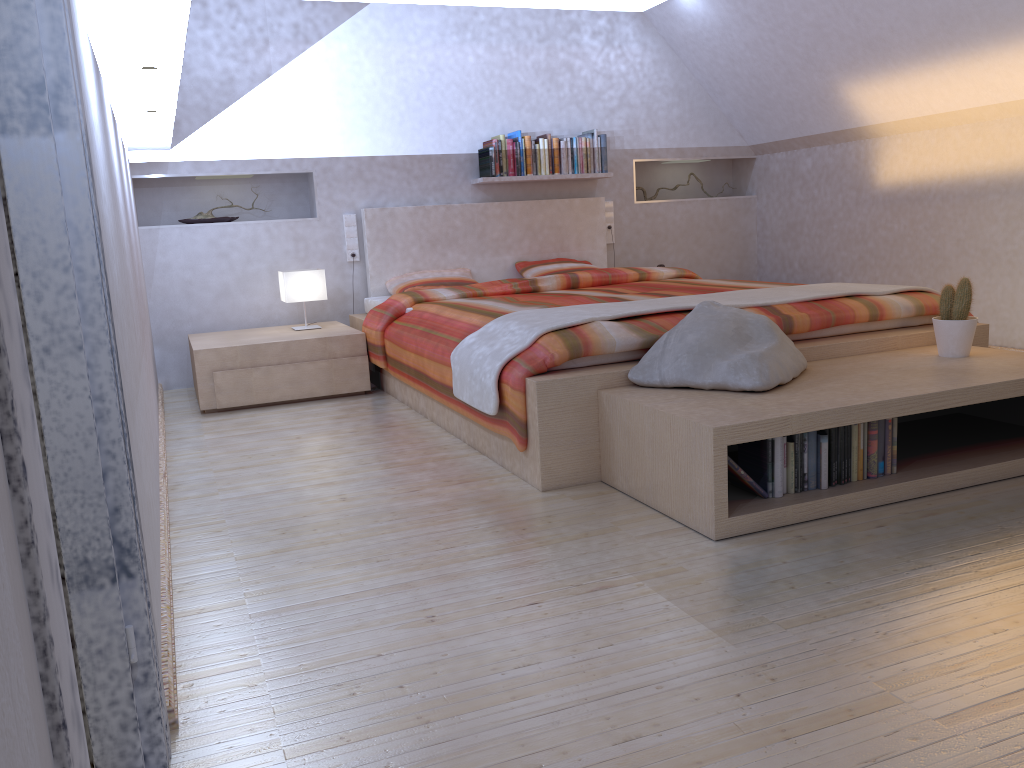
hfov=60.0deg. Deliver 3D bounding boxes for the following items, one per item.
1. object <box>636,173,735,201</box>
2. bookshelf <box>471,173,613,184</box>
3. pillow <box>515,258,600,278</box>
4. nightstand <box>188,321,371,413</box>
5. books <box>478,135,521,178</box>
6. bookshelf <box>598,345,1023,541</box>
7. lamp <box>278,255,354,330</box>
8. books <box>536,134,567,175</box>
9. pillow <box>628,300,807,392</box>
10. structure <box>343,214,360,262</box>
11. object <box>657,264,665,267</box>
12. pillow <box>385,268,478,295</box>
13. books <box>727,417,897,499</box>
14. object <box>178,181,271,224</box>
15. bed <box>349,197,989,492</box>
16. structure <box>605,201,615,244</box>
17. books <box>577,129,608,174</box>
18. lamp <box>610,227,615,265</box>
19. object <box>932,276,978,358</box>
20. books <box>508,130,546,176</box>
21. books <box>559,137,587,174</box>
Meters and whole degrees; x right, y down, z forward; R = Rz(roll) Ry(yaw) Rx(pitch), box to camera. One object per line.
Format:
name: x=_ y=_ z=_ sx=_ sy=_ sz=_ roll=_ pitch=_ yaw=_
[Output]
object: x=1.287 y=-1.445 z=6.478 sx=0.905 sy=0.193 sz=0.085 roll=-7 pitch=11 yaw=-20
bookshelf: x=0.202 y=-1.341 z=5.781 sx=0.916 sy=0.028 sz=0.223 roll=-7 pitch=11 yaw=-21
pillow: x=0.364 y=-0.710 z=5.689 sx=0.566 sy=0.188 sz=0.497 roll=-7 pitch=11 yaw=-20
nightstand: x=-1.311 y=-0.114 z=4.917 sx=0.859 sy=0.329 sz=0.847 roll=-7 pitch=11 yaw=-21
books: x=-0.078 y=-1.448 z=5.648 sx=0.209 sy=0.260 sz=0.215 roll=-7 pitch=11 yaw=-21
bookshelf: x=1.096 y=0.126 z=2.845 sx=1.495 sy=0.303 sz=0.643 roll=-7 pitch=11 yaw=-21
lamp: x=-1.160 y=-0.476 z=5.216 sx=0.318 sy=0.515 sz=0.684 roll=-2 pitch=10 yaw=8
books: x=0.248 y=-1.490 z=5.776 sx=0.140 sy=0.260 sz=0.209 roll=-7 pitch=11 yaw=-21
pillow: x=0.693 y=-0.131 z=2.915 sx=0.470 sy=0.241 sz=0.498 roll=3 pitch=12 yaw=33
structure: x=-0.994 y=-0.904 z=5.488 sx=0.077 sy=0.286 sz=0.034 roll=-7 pitch=11 yaw=-21
object: x=1.040 y=-0.740 z=6.119 sx=0.060 sy=0.169 sz=0.079 roll=-7 pitch=11 yaw=-21
pillow: x=-0.450 y=-0.603 z=5.433 sx=0.572 sy=0.180 sz=0.492 roll=-7 pitch=11 yaw=-20
books: x=0.808 y=0.198 z=2.546 sx=0.652 sy=0.193 sz=0.157 roll=-7 pitch=11 yaw=-21
object: x=-1.710 y=-1.095 z=5.338 sx=0.589 sy=0.242 sz=0.183 roll=-8 pitch=11 yaw=-22
bed: x=0.407 y=-0.472 z=4.463 sx=2.087 sy=0.994 sz=3.009 roll=-7 pitch=11 yaw=-21
structure: x=0.665 y=-1.114 z=6.120 sx=0.077 sy=0.286 sz=0.034 roll=-7 pitch=11 yaw=-21
books: x=0.525 y=-1.536 z=5.884 sx=0.145 sy=0.281 sz=0.200 roll=-7 pitch=11 yaw=-21
lamp: x=1.459 y=-0.555 z=5.156 sx=0.396 sy=0.788 sz=2.551 roll=-9 pitch=12 yaw=-30
object: x=1.537 y=-0.236 z=3.075 sx=0.144 sy=0.294 sz=0.144 roll=-3 pitch=10 yaw=4
books: x=0.098 y=-1.482 z=5.721 sx=0.178 sy=0.281 sz=0.200 roll=-7 pitch=11 yaw=-21
books: x=0.386 y=-1.494 z=5.835 sx=0.159 sy=0.231 sz=0.200 roll=-7 pitch=11 yaw=-21
